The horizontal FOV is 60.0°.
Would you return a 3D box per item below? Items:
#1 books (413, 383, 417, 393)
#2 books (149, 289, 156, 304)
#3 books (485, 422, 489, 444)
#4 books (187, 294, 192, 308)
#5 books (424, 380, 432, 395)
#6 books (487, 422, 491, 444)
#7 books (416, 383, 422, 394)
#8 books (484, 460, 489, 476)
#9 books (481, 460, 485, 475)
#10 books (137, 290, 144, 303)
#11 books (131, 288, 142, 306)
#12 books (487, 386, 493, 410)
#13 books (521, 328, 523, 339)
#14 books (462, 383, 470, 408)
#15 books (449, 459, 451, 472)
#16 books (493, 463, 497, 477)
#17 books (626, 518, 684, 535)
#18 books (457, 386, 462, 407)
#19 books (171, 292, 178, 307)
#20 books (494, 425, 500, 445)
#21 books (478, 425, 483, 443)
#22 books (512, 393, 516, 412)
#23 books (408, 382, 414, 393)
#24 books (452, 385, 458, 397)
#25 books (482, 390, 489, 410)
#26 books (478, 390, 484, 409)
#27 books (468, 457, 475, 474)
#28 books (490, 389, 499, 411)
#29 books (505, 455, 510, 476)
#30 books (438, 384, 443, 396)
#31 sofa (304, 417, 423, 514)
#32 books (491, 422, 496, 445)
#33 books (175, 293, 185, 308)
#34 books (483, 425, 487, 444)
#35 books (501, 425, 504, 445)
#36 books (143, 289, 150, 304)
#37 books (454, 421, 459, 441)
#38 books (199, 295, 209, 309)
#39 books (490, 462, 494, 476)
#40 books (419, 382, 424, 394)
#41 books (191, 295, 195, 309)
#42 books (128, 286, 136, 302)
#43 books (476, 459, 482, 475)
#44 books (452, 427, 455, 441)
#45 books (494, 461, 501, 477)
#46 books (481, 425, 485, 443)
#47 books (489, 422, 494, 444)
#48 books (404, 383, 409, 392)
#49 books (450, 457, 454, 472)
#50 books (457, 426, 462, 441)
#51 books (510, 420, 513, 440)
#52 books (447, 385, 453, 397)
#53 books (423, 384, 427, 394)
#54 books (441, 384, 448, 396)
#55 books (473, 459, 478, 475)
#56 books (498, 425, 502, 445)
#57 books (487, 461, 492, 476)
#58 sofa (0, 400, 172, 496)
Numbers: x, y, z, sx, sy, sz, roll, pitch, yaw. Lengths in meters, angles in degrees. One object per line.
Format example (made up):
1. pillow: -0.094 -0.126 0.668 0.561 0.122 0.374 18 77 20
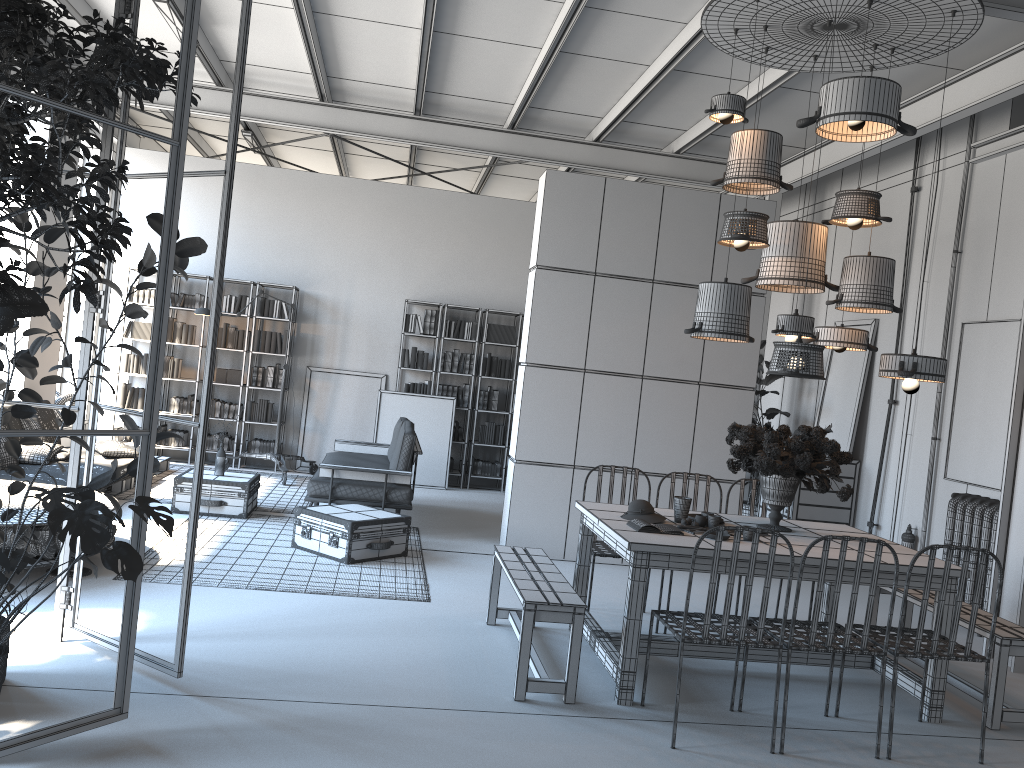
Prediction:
1. books: -1.236 0.109 11.143 0.029 0.243 0.168 6 1 -23
2. books: -4.297 -1.041 10.669 0.062 0.195 0.266 6 1 -8
3. books: -0.324 0.616 11.231 0.027 0.278 0.202 6 1 -8
4. books: -3.883 -0.992 10.760 0.040 0.174 0.240 6 1 -8
5. books: -1.068 0.103 11.181 0.048 0.299 0.243 6 1 -18
6. books: -0.297 0.619 11.236 0.027 0.278 0.202 6 1 -8
7. books: -1.188 0.112 11.151 0.054 0.248 0.180 6 1 -18
8. books: -0.339 1.072 11.295 0.040 0.176 0.242 6 1 -8
9. books: -0.378 1.066 11.289 0.040 0.176 0.242 6 1 -8
10. books: -4.426 -1.044 10.651 0.062 0.195 0.266 6 1 -8
11. books: -4.490 -1.046 10.642 0.062 0.205 0.272 6 1 -8
12. books: -0.294 0.179 11.342 0.038 0.303 0.222 6 1 -8
13. books: 0.163 -0.624 11.280 0.048 0.299 0.243 6 1 -8
14. books: -0.594 0.147 11.285 0.071 0.303 0.222 6 1 -8
15. books: -0.818 1.015 11.256 0.056 0.185 0.260 6 1 -8
16. books: -0.233 1.091 11.311 0.033 0.158 0.241 6 1 -8
17. books: 0.752 0.749 4.662 0.249 0.041 0.202 6 1 -10
18. books: -0.669 0.161 11.276 0.084 0.267 0.193 6 1 -9
19. books: -4.078 -1.013 10.732 0.067 0.174 0.240 6 1 -9
20. books: -0.203 0.644 11.270 0.057 0.244 0.180 6 1 -8
21. books: -0.396 0.633 11.221 0.022 0.227 0.165 6 1 -8
22. books: 0.042 0.247 11.357 0.043 0.245 0.170 6 1 -8
23. books: -1.275 0.103 11.130 0.043 0.245 0.170 6 1 -18
24. books: -0.737 0.153 11.245 0.062 0.265 0.193 6 1 -8
25. books: -0.347 0.206 11.292 0.057 0.244 0.178 6 1 -8
26. books: -0.407 0.200 11.295 0.057 0.244 0.178 6 1 -8
27. books: -0.514 1.029 11.283 0.033 0.223 0.275 6 1 -8
28. books: -0.230 0.207 11.317 0.091 0.265 0.193 6 1 -8
29. books: -0.048 1.058 11.353 0.030 0.277 0.192 6 1 -8
30. books: -0.928 0.133 11.220 0.062 0.265 0.193 6 1 -8
31. sofa: -1.399 0.784 8.549 0.952 0.948 2.347 6 1 -8
32. books: -0.243 0.624 11.244 0.027 0.278 0.202 6 1 -8
33. books: -3.987 -1.007 10.731 0.089 0.183 0.269 6 1 -6
34. books: -0.352 0.637 11.228 0.022 0.227 0.165 6 1 -8
35. books: -0.131 0.651 11.259 0.025 0.254 0.184 6 1 -8
36. books: -4.361 -1.043 10.660 0.062 0.195 0.266 6 1 -8
37. books: -0.709 0.593 11.223 0.036 0.244 0.302 6 1 -8
38. books: -3.741 -0.982 10.766 0.047 0.182 0.270 6 1 -8
39. books: -0.265 1.088 11.306 0.033 0.158 0.241 6 1 -8
40. books: -1.148 0.111 11.158 0.027 0.258 0.189 6 1 -18
41. books: -3.844 -0.989 10.766 0.040 0.174 0.240 6 1 -8
42. books: -4.539 -1.064 10.643 0.037 0.209 0.284 6 1 -8
43. books: -0.426 1.057 11.291 0.056 0.185 0.260 6 1 -8
44. books: -0.755 0.621 11.208 0.048 0.180 0.257 6 1 -8
45. books: -0.192 1.082 11.329 0.047 0.184 0.271 6 1 -8
46. books: -0.374 0.635 11.225 0.022 0.227 0.165 6 1 -8
47. books: -0.270 0.622 11.239 0.027 0.278 0.202 6 1 -8
48. books: -1.329 0.106 11.117 0.053 0.229 0.162 6 1 -11
49. books: -0.769 1.024 11.254 0.040 0.176 0.242 6 1 -8
50. books: -0.663 0.631 11.226 0.061 0.177 0.246 6 1 -9
51. books: 0.138 0.648 11.539 0.303 0.326 0.033 6 1 -8
52. books: -0.803 0.146 11.248 0.062 0.265 0.193 6 1 -8
53. books: -1.119 0.123 11.168 0.030 0.241 0.194 6 1 -21
54. books: -0.866 0.140 11.234 0.062 0.265 0.193 6 1 -8
55. books: -0.477 1.052 11.289 0.047 0.184 0.271 6 1 -8
56. books: -0.155 0.648 11.255 0.025 0.254 0.184 6 1 -8
57. books: -0.299 1.075 11.300 0.040 0.176 0.242 6 1 -8
58. sofa: -4.195 0.598 8.391 1.206 0.734 3.193 6 1 -8
